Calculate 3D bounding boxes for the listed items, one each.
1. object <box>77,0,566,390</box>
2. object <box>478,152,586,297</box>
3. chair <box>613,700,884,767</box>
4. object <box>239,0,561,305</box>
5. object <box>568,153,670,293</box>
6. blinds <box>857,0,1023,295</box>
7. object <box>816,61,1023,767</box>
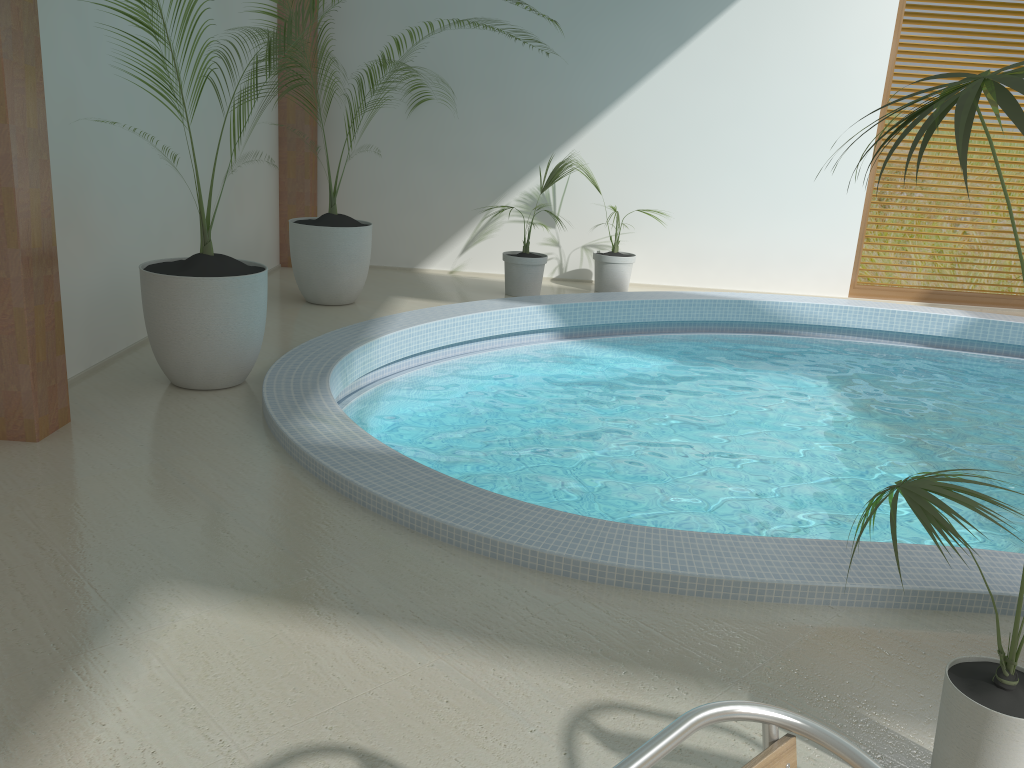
[{"bbox_3d":[-1.514,-1.481,4.733,2.729,2.960,2.979,-7,19,-33],"label":"object"},{"bbox_3d":[0.209,-1.434,7.920,0.822,1.310,1.067,17,21,38],"label":"object"},{"bbox_3d":[0.331,0.884,1.057,0.563,0.727,0.618,18,22,41],"label":"chair"},{"bbox_3d":[-1.262,-2.134,7.018,2.729,2.960,2.979,-2,17,-18],"label":"object"},{"bbox_3d":[0.972,-1.503,8.330,1.067,1.310,0.822,7,17,12],"label":"object"},{"bbox_3d":[5.711,-2.793,8.886,4.500,4.025,0.099,4,16,0],"label":"blinds"},{"bbox_3d":[1.082,0.199,1.869,1.059,1.695,0.791,15,20,34],"label":"object"}]
